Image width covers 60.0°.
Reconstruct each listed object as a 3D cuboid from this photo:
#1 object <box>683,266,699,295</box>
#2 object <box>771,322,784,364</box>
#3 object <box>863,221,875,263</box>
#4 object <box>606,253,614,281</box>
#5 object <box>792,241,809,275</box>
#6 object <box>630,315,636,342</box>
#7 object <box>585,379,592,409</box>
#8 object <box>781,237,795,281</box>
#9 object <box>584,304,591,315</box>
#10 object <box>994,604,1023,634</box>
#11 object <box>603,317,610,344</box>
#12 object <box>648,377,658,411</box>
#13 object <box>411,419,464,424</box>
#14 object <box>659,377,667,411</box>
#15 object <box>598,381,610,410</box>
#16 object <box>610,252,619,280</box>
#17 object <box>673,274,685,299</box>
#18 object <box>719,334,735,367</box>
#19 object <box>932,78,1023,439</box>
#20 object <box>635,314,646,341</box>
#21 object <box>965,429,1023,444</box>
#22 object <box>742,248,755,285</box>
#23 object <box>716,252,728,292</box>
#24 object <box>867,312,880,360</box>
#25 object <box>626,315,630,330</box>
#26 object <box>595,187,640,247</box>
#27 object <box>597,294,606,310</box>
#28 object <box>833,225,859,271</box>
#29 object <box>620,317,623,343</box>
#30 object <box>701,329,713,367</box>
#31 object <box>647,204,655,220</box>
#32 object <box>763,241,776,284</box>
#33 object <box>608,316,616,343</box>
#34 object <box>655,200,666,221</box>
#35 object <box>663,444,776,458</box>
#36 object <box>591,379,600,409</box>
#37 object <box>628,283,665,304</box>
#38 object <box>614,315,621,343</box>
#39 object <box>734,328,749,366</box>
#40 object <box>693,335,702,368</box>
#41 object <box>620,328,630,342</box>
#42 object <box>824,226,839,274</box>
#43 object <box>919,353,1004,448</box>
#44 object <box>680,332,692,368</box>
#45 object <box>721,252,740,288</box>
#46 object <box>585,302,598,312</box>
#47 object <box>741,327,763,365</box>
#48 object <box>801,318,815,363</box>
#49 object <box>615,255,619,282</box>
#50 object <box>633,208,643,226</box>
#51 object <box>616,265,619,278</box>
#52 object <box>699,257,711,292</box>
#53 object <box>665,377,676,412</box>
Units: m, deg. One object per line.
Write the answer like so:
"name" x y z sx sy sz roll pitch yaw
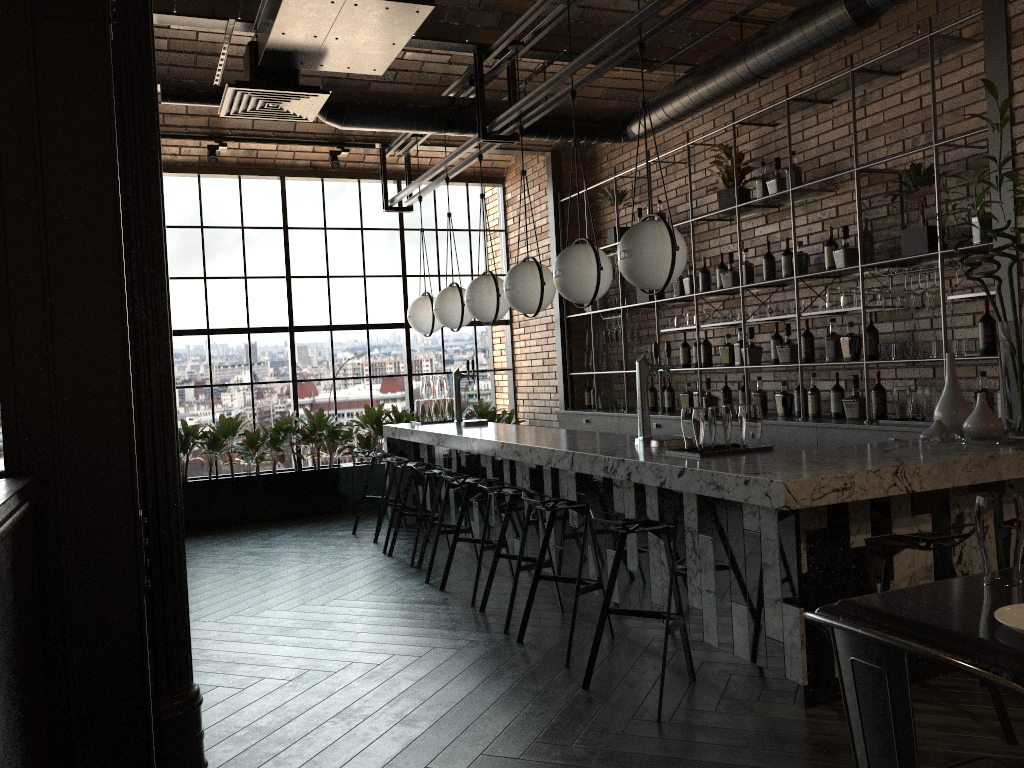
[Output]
"object" 1.438 -0.823 7.124 0.094 0.248 0.151 -3 1 -19
"object" 1.861 -0.287 6.221 0.086 0.298 0.086 -3 1 26
"object" 2.162 -0.863 5.411 0.086 0.297 0.086 -3 1 26
"object" 0.899 -1.072 8.133 0.092 0.244 0.092 -3 1 -17
"object" 1.935 -0.832 5.945 0.094 0.248 0.151 -3 1 6
"object" 1.121 -0.510 8.114 0.092 0.244 0.092 -3 1 -17
"object" 0.769 0.098 8.861 0.086 0.299 0.086 -3 1 26
"object" 1.900 -0.860 6.105 0.086 0.298 0.086 -3 1 26
"object" 0.755 -0.838 8.825 0.086 0.298 0.086 -3 1 26
"object" 1.074 0.417 1.736 0.232 0.139 0.232 -4 1 -29
"object" 0.888 -0.499 8.243 0.092 0.244 0.092 -3 1 -17
"object" 1.230 0.089 7.768 0.086 0.299 0.086 -3 1 26
"object" -0.656 0.331 7.864 0.437 0.019 0.273 -4 1 -23
"object" 1.314 0.085 7.633 0.086 0.298 0.086 -3 1 26
"object" 0.887 0.106 8.532 0.123 0.279 0.123 -3 1 -9
"object" 0.937 -1.073 8.041 0.092 0.244 0.092 -3 1 -17
"object" 1.375 -0.840 7.272 0.083 0.282 0.083 -4 1 -38
"object" 1.643 -0.256 6.721 0.094 0.248 0.151 -4 1 -34
"object" 2.218 -0.533 3.895 0.673 1.546 0.584 -3 1 16
"object" 1.161 -0.511 8.018 0.092 0.244 0.092 -3 1 -17
"object" 2.280 0.232 3.929 0.622 0.014 0.622 -2 1 40
"object" 1.713 -0.846 6.471 0.083 0.282 0.083 -4 1 -23
"object" 1.602 -0.853 6.752 0.086 0.298 0.086 -3 1 26
"object" 2.200 -0.293 5.430 0.086 0.298 0.086 -3 1 26
"object" 1.082 -0.509 8.205 0.092 0.244 0.092 -3 1 -17
"object" 0.983 -1.541 8.168 0.422 0.554 0.377 -4 1 -35
"object" 0.858 -0.839 8.506 0.086 0.299 0.086 -3 1 26
"object" 2.089 -0.850 5.543 0.123 0.279 0.123 -3 1 -14
"object" 1.039 -0.508 8.307 0.092 0.244 0.092 -3 1 -17
"object" 1.533 -0.281 6.988 0.086 0.297 0.086 -3 1 26
"object" 1.187 -1.409 7.636 0.083 0.282 0.083 -4 1 -38
"object" 1.811 -0.857 6.245 0.086 0.299 0.086 -3 1 26
"object" 0.930 -0.500 8.141 0.092 0.244 0.092 -3 1 -17
"object" 1.251 -1.410 7.483 0.083 0.282 0.083 -3 1 -8
"object" 0.946 0.301 4.053 0.437 0.019 0.273 -4 1 -23
"object" 0.815 0.097 8.672 0.086 0.297 0.086 -3 1 11
"object" 1.195 -0.956 7.612 0.425 0.526 0.430 -3 1 -11
"object" 0.969 -0.501 8.050 0.092 0.244 0.092 -3 1 -17
"object" 1.702 -0.276 6.579 0.083 0.282 0.083 -4 1 -23
"object" 1.500 -0.282 7.139 0.086 0.298 0.086 -3 1 26
"object" 1.009 -0.501 7.954 0.092 0.244 0.092 -3 1 -17
"object" 2.050 -0.860 5.686 0.086 0.299 0.086 -3 1 26
"object" 1.906 0.065 3.780 0.319 0.397 0.316 -3 1 26
"object" 1.420 -0.278 7.264 0.086 0.299 0.086 -3 1 26
"object" 1.638 -0.842 6.614 0.123 0.279 0.123 -4 1 -34
"object" 0.783 -0.826 8.643 0.123 0.279 0.123 -4 1 -34
"object" 1.744 -0.273 6.446 0.123 0.279 0.123 -3 1 -9
"object" 1.977 -0.290 5.933 0.086 0.299 0.086 -3 1 26
"object" 1.008 -1.080 8.298 0.092 0.244 0.092 -3 1 -17
"object" 1.127 -1.406 7.782 0.123 0.279 0.123 -4 1 -34
"object" 0.978 -1.073 7.946 0.092 0.244 0.092 -3 1 -17
"object" 1.517 -0.850 6.971 0.086 0.298 0.086 -3 1 26
"object" 1.338 0.086 7.515 0.086 0.298 0.086 -3 1 26
